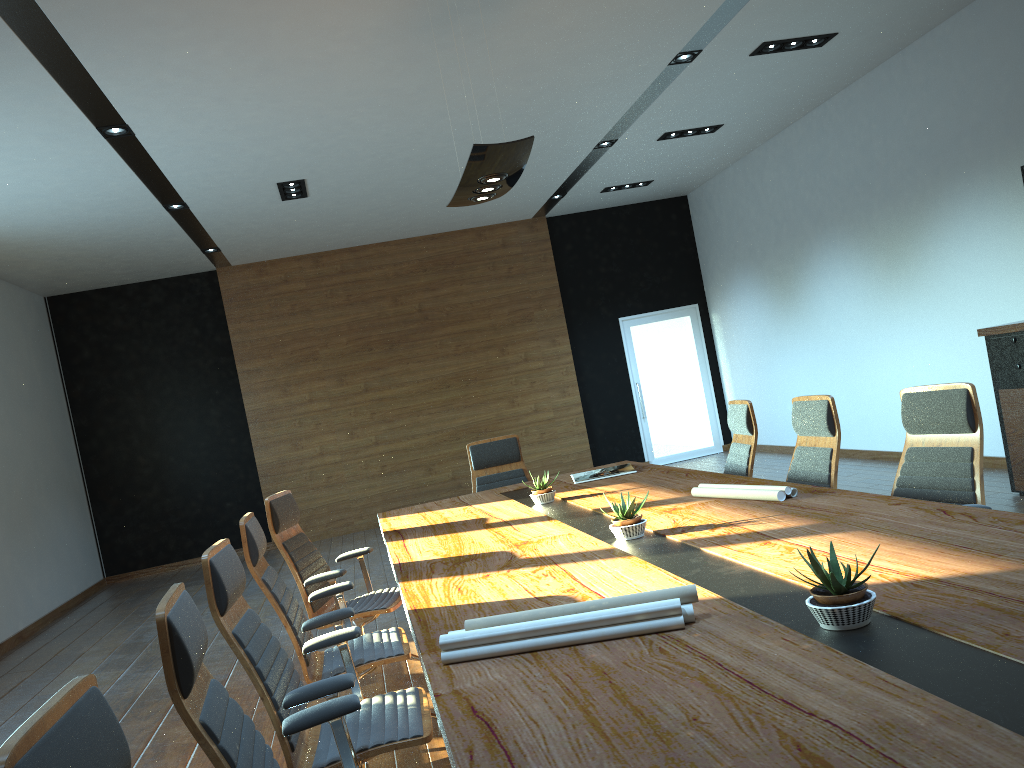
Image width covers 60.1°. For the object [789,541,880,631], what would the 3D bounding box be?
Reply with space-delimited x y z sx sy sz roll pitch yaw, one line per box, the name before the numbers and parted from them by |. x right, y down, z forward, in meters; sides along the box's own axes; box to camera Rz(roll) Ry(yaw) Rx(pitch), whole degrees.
object | 0.716 0.431 1.938 0.152 0.188 0.178 -11 1 -22

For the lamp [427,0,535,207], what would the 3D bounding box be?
lamp | -0.244 -1.633 4.748 0.339 1.201 1.197 -11 1 -11

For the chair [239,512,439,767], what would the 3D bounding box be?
chair | -0.755 1.069 3.951 0.695 1.129 0.706 -11 1 -10

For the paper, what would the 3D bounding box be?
paper | 0.589 0.516 3.025 0.630 0.083 2.232 -11 -1 30

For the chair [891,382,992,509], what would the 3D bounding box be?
chair | 1.593 0.611 3.645 0.694 1.129 0.707 -11 1 -19

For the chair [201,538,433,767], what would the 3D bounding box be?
chair | -0.568 1.024 2.983 0.695 1.129 0.706 -11 1 -8

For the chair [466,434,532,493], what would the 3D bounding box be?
chair | 0.002 0.943 6.270 0.705 1.129 0.696 -11 1 -8

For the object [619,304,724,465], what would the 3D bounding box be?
object | 2.271 0.028 12.690 1.195 2.163 0.200 -11 2 -10

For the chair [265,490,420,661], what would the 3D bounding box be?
chair | -0.906 1.108 4.978 0.696 1.129 0.705 -11 1 5

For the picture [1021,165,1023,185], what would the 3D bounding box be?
picture | 3.931 -1.414 6.511 0.028 0.484 0.380 -11 1 -11

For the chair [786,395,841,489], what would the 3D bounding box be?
chair | 1.328 0.670 4.475 0.695 1.129 0.706 -11 1 -10

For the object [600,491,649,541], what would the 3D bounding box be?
object | 0.439 0.498 3.402 0.153 0.188 0.177 -10 1 29

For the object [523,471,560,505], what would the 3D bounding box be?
object | 0.163 0.565 4.896 0.177 0.188 0.153 -12 1 -36

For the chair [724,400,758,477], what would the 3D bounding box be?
chair | 1.168 0.709 5.329 0.695 1.129 0.706 -11 1 -3

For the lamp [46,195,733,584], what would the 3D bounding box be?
lamp | -1.218 -0.122 9.406 9.376 3.713 16.696 -11 0 -11

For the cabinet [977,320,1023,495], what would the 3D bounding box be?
cabinet | 4.075 0.087 5.369 0.766 1.234 2.350 -11 0 -11

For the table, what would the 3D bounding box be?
table | 0.527 0.979 3.428 1.782 0.798 5.546 -11 0 -11

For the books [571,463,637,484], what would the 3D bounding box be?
books | 0.578 0.563 5.706 0.389 0.033 0.544 -11 0 1

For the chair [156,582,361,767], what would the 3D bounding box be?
chair | -0.396 0.983 2.163 0.694 1.129 0.707 -11 1 -15

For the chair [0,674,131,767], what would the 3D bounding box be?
chair | -0.244 0.947 1.318 0.695 1.129 0.706 -11 1 -10
